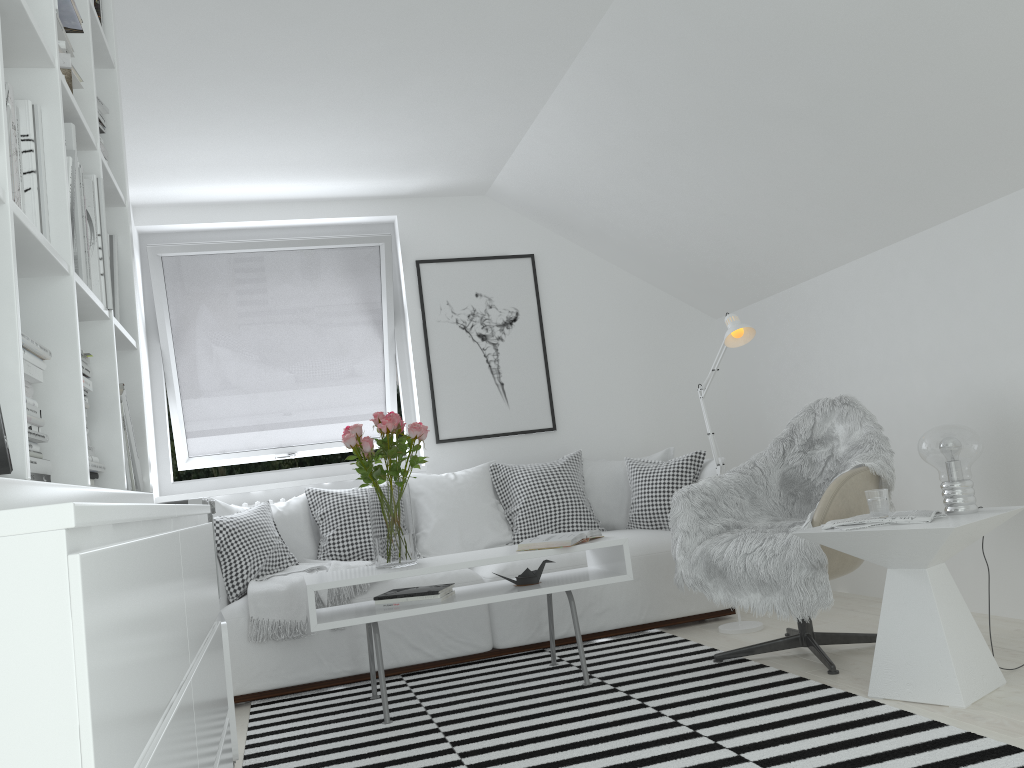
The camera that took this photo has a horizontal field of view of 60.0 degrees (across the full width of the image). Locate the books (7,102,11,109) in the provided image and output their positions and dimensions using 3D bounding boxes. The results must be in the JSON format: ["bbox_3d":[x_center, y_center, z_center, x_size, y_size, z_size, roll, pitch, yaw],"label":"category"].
[{"bbox_3d":[-0.881,-0.336,1.358,0.182,0.257,0.158,-5,-6,-15],"label":"books"}]

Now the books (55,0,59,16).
[{"bbox_3d":[-1.036,-0.712,1.732,0.273,0.021,0.174,-4,-7,-25],"label":"books"}]

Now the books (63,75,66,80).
[{"bbox_3d":[-1.018,-0.559,1.725,0.288,0.016,0.182,-5,-6,-20],"label":"books"}]

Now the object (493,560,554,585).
[{"bbox_3d":[0.049,0.742,3.480,0.194,0.088,0.186,-4,-7,-26],"label":"object"}]

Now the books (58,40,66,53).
[{"bbox_3d":[-1.036,-0.638,1.744,0.288,0.016,0.182,-4,-7,-25],"label":"books"}]

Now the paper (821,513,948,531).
[{"bbox_3d":[1.142,0.421,2.738,0.312,0.015,0.205,-7,-6,0],"label":"paper"}]

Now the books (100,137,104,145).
[{"bbox_3d":[-1.102,-0.628,2.122,0.159,0.012,0.285,-6,-6,-10],"label":"books"}]

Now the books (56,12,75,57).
[{"bbox_3d":[-1.028,-0.684,1.735,0.285,0.012,0.159,-5,-6,-15],"label":"books"}]

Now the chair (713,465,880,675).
[{"bbox_3d":[1.118,0.556,3.460,0.776,0.941,0.719,-2,-8,-40],"label":"chair"}]

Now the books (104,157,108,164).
[{"bbox_3d":[-1.111,-0.573,2.115,0.182,0.016,0.288,-6,-6,-5],"label":"books"}]

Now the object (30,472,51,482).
[{"bbox_3d":[-0.787,0.142,1.277,0.159,0.012,0.285,-5,-6,-15],"label":"object"}]

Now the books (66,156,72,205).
[{"bbox_3d":[-0.887,-0.316,1.605,0.161,0.235,0.118,-5,-6,-15],"label":"books"}]

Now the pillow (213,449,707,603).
[{"bbox_3d":[-0.268,0.653,4.444,2.488,0.513,0.676,-6,-6,-13],"label":"pillow"}]

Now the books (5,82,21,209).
[{"bbox_3d":[-0.906,-0.346,1.449,0.180,0.296,0.028,-5,-6,-15],"label":"books"}]

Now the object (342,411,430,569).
[{"bbox_3d":[-0.466,0.400,3.414,0.350,0.599,0.327,-8,-6,5],"label":"object"}]

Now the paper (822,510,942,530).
[{"bbox_3d":[1.142,0.418,2.739,0.312,0.024,0.205,-11,-7,34],"label":"paper"}]

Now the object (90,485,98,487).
[{"bbox_3d":[-0.922,0.207,1.646,0.232,0.014,0.314,-5,-6,-16],"label":"object"}]

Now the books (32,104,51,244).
[{"bbox_3d":[-0.894,-0.335,1.511,0.182,0.288,0.016,-5,-6,-15],"label":"books"}]

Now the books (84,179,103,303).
[{"bbox_3d":[-0.955,-0.289,1.840,0.174,0.273,0.021,-5,-6,-15],"label":"books"}]

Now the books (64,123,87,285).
[{"bbox_3d":[-0.922,-0.337,1.699,0.176,0.331,0.025,-5,-6,-15],"label":"books"}]

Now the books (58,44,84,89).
[{"bbox_3d":[-1.023,-0.623,1.744,0.288,0.016,0.182,-6,-6,-10],"label":"books"}]

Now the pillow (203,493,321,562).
[{"bbox_3d":[-1.213,0.769,4.352,0.617,0.491,0.321,-2,-8,-41],"label":"pillow"}]

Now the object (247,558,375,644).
[{"bbox_3d":[-0.870,0.943,4.089,0.670,0.291,0.831,-5,-6,-16],"label":"object"}]

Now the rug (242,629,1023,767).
[{"bbox_3d":[0.144,1.067,2.632,1.846,0.004,4.362,-5,-6,-15],"label":"rug"}]

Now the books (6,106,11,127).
[{"bbox_3d":[-0.846,-0.330,1.319,0.161,0.226,0.137,-5,-6,-15],"label":"books"}]

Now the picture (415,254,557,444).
[{"bbox_3d":[-0.150,-0.221,5.194,0.720,1.072,0.015,-5,-6,-15],"label":"picture"}]

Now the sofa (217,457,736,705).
[{"bbox_3d":[-0.226,0.907,4.379,2.647,0.768,0.917,-5,-6,-15],"label":"sofa"}]

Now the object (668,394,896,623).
[{"bbox_3d":[1.098,0.452,3.469,0.954,0.789,0.784,-3,-7,-35],"label":"object"}]

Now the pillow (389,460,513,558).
[{"bbox_3d":[-0.299,0.669,4.580,0.599,0.505,0.391,-5,-6,-15],"label":"pillow"}]

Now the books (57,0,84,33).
[{"bbox_3d":[-1.039,-0.747,1.742,0.331,0.025,0.176,-5,-6,-15],"label":"books"}]

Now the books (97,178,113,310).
[{"bbox_3d":[-0.953,-0.293,1.877,0.182,0.288,0.016,-5,-6,-15],"label":"books"}]

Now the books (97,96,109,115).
[{"bbox_3d":[-1.103,-0.707,2.132,0.159,0.012,0.285,-6,-6,-5],"label":"books"}]

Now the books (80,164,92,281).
[{"bbox_3d":[-0.965,-0.301,1.814,0.180,0.296,0.028,-5,-6,-15],"label":"books"}]

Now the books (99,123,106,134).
[{"bbox_3d":[-1.092,-0.643,2.103,0.161,0.013,0.256,-6,-6,-5],"label":"books"}]

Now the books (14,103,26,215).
[{"bbox_3d":[-0.908,-0.330,1.470,0.174,0.273,0.021,-5,-6,-15],"label":"books"}]

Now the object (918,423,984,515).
[{"bbox_3d":[1.364,0.260,2.737,0.185,0.279,0.185,-5,-6,-22],"label":"object"}]

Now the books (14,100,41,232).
[{"bbox_3d":[-0.900,-0.337,1.493,0.182,0.288,0.016,-5,-6,-15],"label":"books"}]

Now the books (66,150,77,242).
[{"bbox_3d":[-0.889,-0.322,1.625,0.159,0.263,0.131,-5,-6,-15],"label":"books"}]

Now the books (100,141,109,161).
[{"bbox_3d":[-1.098,-0.596,2.116,0.180,0.028,0.296,-6,-6,-10],"label":"books"}]

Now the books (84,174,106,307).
[{"bbox_3d":[-0.960,-0.295,1.859,0.182,0.288,0.016,-5,-6,-15],"label":"books"}]

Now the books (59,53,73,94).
[{"bbox_3d":[-1.021,-0.602,1.727,0.296,0.028,0.180,-4,-7,-25],"label":"books"}]

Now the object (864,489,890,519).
[{"bbox_3d":[1.133,0.371,2.743,0.067,0.087,0.067,-5,-6,-18],"label":"object"}]

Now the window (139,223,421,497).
[{"bbox_3d":[-4.110,0.431,6.279,12.055,8.137,4.514,-5,-6,-15],"label":"window"}]

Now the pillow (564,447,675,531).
[{"bbox_3d":[0.602,0.596,4.812,0.623,0.498,0.333,-9,-6,18],"label":"pillow"}]

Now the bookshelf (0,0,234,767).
[{"bbox_3d":[-0.839,-0.153,1.517,0.440,2.416,1.595,-5,-6,-15],"label":"bookshelf"}]

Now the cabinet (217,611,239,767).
[{"bbox_3d":[-1.045,0.981,2.714,0.350,0.477,0.467,-5,-6,-21],"label":"cabinet"}]

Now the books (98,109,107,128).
[{"bbox_3d":[-1.109,-0.687,2.125,0.176,0.025,0.331,-6,-6,-10],"label":"books"}]
